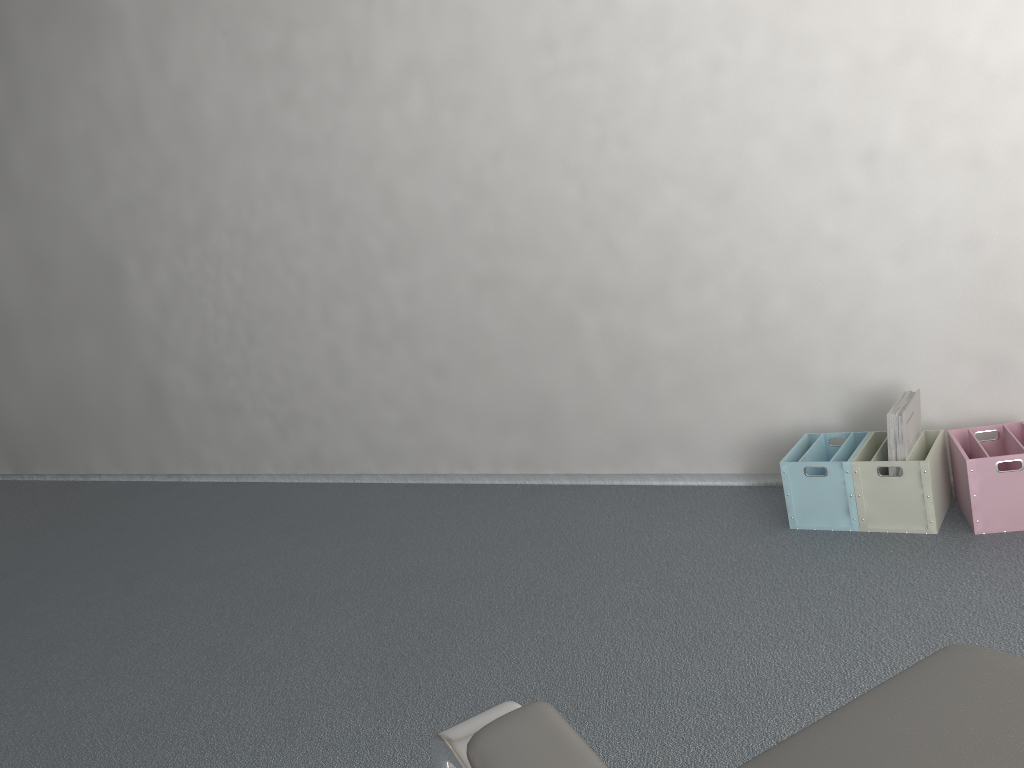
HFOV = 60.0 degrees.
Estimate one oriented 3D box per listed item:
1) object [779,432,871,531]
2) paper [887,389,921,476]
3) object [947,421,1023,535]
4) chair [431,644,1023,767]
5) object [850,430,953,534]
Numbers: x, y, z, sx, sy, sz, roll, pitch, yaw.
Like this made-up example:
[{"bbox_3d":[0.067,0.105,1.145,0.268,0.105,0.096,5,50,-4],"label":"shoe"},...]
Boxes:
[{"bbox_3d":[0.882,0.269,2.448,0.185,0.202,0.245,-4,14,36],"label":"object"},{"bbox_3d":[1.029,0.190,2.318,0.068,0.306,0.220,-4,14,36],"label":"paper"},{"bbox_3d":[1.230,0.237,2.231,0.185,0.202,0.245,-9,12,18],"label":"object"},{"bbox_3d":[0.343,0.340,0.439,0.584,1.048,0.652,-17,12,-24],"label":"chair"},{"bbox_3d":[1.032,0.258,2.340,0.185,0.202,0.245,-4,14,36],"label":"object"}]
